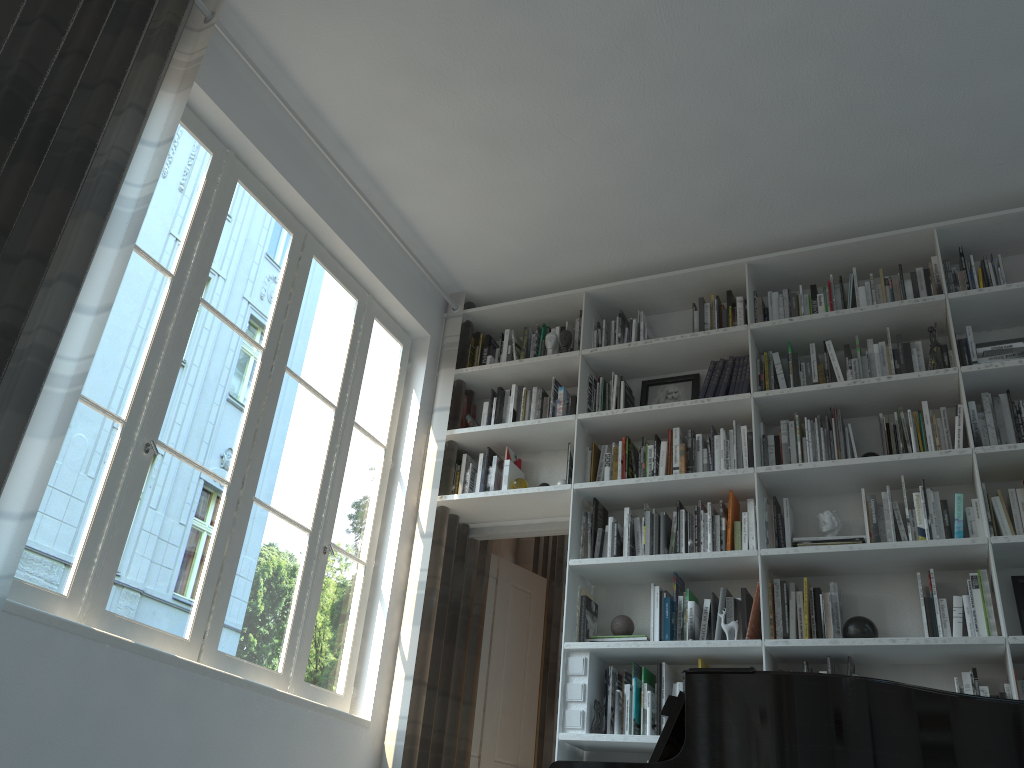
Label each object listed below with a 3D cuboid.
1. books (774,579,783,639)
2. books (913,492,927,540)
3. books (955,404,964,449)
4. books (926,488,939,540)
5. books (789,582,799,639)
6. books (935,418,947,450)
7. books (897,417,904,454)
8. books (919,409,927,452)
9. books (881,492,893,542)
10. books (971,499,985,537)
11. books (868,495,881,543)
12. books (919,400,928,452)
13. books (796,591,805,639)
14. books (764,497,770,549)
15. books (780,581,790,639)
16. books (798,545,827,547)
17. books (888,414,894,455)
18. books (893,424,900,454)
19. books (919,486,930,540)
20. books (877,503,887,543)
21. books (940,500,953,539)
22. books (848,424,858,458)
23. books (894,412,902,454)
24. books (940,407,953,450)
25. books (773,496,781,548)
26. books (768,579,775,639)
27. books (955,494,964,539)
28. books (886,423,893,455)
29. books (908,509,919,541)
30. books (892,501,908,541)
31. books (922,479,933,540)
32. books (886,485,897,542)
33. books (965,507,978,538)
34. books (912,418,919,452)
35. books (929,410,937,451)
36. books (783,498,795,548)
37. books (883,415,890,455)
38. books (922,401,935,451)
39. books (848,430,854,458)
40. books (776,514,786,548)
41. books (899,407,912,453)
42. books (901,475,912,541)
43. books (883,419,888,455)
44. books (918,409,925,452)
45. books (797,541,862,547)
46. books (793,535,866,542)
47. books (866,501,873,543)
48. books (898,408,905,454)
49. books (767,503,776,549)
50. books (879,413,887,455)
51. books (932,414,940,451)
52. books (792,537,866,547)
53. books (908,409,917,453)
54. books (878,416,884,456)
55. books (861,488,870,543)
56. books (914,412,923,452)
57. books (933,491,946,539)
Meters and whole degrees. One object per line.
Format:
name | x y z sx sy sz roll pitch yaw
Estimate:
books | 1.118 0.969 3.677 0.025 0.283 0.146 -8 -31 23
books | 1.666 0.588 3.609 0.028 0.245 0.171 -8 -31 23
books | 1.861 0.238 3.689 0.064 0.235 0.209 -8 -32 24
books | 1.710 0.576 3.592 0.023 0.258 0.171 -8 -31 23
books | 1.167 0.970 3.648 0.036 0.262 0.167 -8 -31 23
books | 1.813 0.270 3.735 0.024 0.215 0.142 -8 -31 23
books | 1.663 0.277 3.778 0.006 0.215 0.182 -8 -31 24
books | 1.751 0.257 3.763 0.006 0.251 0.181 -8 -31 23
books | 1.560 0.599 3.668 0.022 0.266 0.152 -8 -31 23
books | 1.860 0.582 3.531 0.026 0.216 0.127 -8 -31 23
books | 1.509 0.607 3.672 0.030 0.246 0.175 -8 -31 23
books | 1.760 0.235 3.775 0.006 0.302 0.166 -8 -31 24
books | 1.194 0.983 3.630 0.025 0.227 0.153 -8 -31 23
books | 1.127 0.657 3.871 0.012 0.283 0.160 -8 -31 23
books | 1.142 0.972 3.669 0.026 0.273 0.155 -8 -31 23
books | 1.336 0.707 3.717 0.254 0.012 0.161 -5 -31 19
books | 1.632 0.274 3.797 0.005 0.235 0.179 -8 -31 24
books | 1.655 0.298 3.799 0.011 0.199 0.163 -8 -31 23
books | 1.680 0.572 3.597 0.012 0.264 0.193 -8 -31 23
books | 1.544 0.626 3.679 0.024 0.226 0.138 -8 -31 23
books | 1.759 0.597 3.580 0.026 0.218 0.150 -8 -31 23
books | 1.502 0.307 3.874 0.031 0.231 0.148 -8 -31 23
books | 1.671 0.272 3.818 0.009 0.265 0.150 -8 -31 23
books | 1.832 0.245 3.728 0.022 0.256 0.155 -8 -31 23
books | 1.164 0.653 3.869 0.011 0.296 0.136 -8 -31 23
books | 1.094 0.977 3.697 0.012 0.283 0.160 -8 -31 23
books | 1.789 0.577 3.546 0.060 0.226 0.180 -8 -31 24
books | 1.633 0.296 3.817 0.013 0.215 0.150 -8 -31 23
books | 1.647 0.625 3.620 0.025 0.188 0.141 -8 -31 23
books | 1.603 0.613 3.642 0.048 0.223 0.150 -8 -31 24
books | 1.696 0.560 3.607 0.011 0.299 0.179 -8 -31 23
books | 1.572 0.583 3.656 0.012 0.284 0.168 -8 -31 23
books | 1.834 0.600 3.531 0.027 0.180 0.142 -8 -31 23
books | 1.731 0.277 3.786 0.011 0.235 0.131 -8 -31 23
books | 1.788 0.254 3.753 0.010 0.256 0.140 -8 -31 23
books | 1.202 0.647 3.832 0.021 0.276 0.137 -8 -31 23
books | 1.619 0.278 3.813 0.005 0.239 0.174 -8 -31 24
books | 1.772 0.241 3.761 0.022 0.283 0.191 -8 -31 23
books | 1.490 0.322 3.881 0.004 0.208 0.132 -8 -31 24
books | 1.176 0.683 3.831 0.034 0.208 0.137 -8 -31 24
books | 1.701 0.258 3.810 0.033 0.286 0.156 -8 -31 24
books | 1.631 0.560 3.649 0.010 0.328 0.174 -8 -31 23
books | 1.625 0.291 3.833 0.005 0.237 0.146 -8 -31 24
books | 1.749 0.255 3.773 0.004 0.264 0.142 -8 -31 24
books | 1.339 0.698 3.726 0.254 0.012 0.161 -6 -31 21
books | 1.340 0.676 3.735 0.285 0.012 0.160 -6 -31 20
books | 1.497 0.626 3.691 0.010 0.230 0.155 -8 -31 23
books | 1.679 0.261 3.806 0.005 0.274 0.158 -8 -31 24
books | 1.139 0.664 3.853 0.024 0.256 0.134 -8 -31 23
books | 1.620 0.278 3.848 0.012 0.274 0.129 -8 -31 23
books | 1.798 0.267 3.745 0.011 0.228 0.166 -8 -31 23
books | 1.341 0.689 3.733 0.285 0.012 0.160 -9 -32 25
books | 1.706 0.258 3.764 0.013 0.242 0.189 -8 -31 23
books | 1.608 0.285 3.840 0.005 0.252 0.161 -8 -31 24
books | 1.484 0.598 3.698 0.012 0.283 0.160 -8 -31 23
books | 1.739 0.262 3.775 0.017 0.251 0.140 -8 -31 23
books | 1.739 0.584 3.598 0.022 0.255 0.153 -8 -31 23
